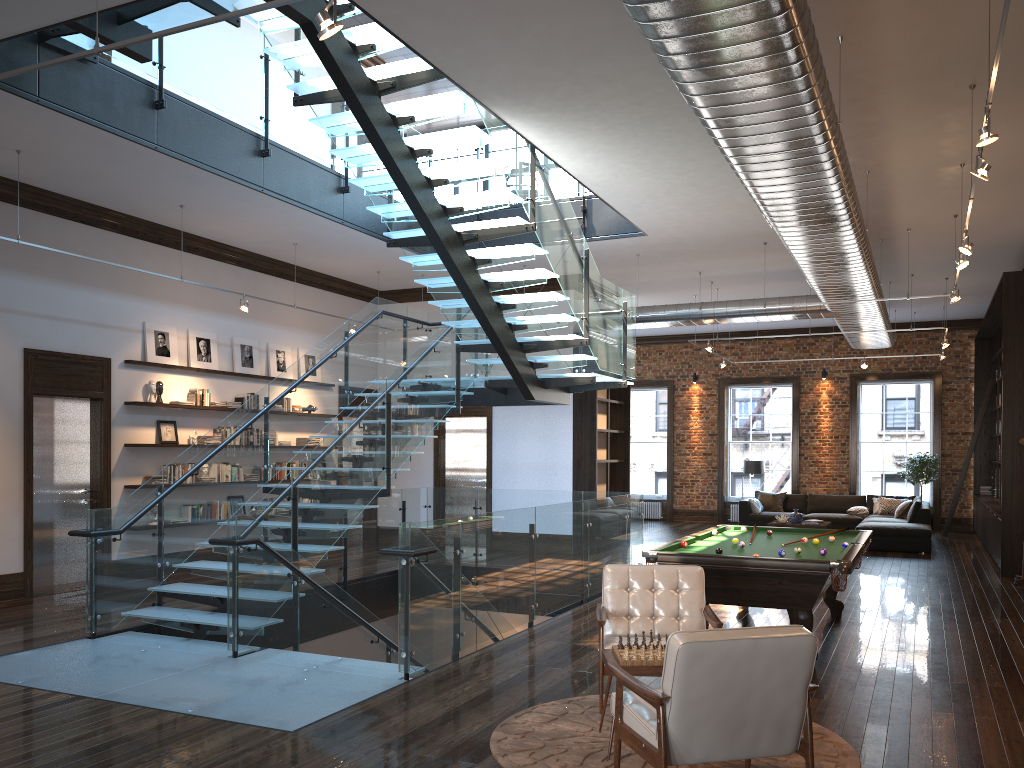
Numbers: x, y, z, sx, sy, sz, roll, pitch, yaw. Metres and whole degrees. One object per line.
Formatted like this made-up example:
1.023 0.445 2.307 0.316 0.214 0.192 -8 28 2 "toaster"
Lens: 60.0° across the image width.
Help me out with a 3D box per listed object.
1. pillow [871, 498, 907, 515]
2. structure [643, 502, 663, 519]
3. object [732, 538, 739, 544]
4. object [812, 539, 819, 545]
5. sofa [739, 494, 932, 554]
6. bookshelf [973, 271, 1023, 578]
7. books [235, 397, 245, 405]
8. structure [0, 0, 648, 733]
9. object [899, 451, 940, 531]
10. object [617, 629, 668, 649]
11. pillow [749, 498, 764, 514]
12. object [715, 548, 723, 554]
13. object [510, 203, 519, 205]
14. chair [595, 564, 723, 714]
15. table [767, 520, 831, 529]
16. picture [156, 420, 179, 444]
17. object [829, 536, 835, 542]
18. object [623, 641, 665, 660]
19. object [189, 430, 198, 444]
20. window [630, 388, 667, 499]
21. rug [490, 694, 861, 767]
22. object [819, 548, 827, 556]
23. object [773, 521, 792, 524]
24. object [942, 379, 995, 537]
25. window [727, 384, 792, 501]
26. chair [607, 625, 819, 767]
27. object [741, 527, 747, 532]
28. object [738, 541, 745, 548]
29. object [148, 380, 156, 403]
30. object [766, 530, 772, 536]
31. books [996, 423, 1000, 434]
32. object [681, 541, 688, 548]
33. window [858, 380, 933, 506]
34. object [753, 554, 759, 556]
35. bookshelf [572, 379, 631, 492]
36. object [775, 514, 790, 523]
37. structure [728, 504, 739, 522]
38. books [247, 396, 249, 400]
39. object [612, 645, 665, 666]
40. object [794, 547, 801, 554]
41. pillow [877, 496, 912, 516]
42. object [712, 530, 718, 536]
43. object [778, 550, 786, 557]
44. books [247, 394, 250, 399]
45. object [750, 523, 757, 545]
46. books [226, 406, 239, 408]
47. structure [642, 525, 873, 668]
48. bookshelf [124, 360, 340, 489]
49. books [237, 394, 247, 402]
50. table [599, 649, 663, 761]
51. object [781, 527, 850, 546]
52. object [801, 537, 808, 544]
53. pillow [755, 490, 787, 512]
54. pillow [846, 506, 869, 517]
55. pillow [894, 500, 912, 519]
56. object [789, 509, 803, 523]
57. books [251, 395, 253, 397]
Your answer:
7.356 2.390 17.230 0.703 0.338 0.270 -1 -2 26 "pillow"
3.029 3.049 21.478 1.302 0.395 0.216 -2 -1 25 "structure"
1.993 1.402 7.911 0.057 0.057 0.057 1 -2 -28 "object"
2.703 1.403 7.888 0.057 0.057 0.057 -1 -2 25 "object"
5.886 2.510 16.534 3.501 0.803 3.457 -2 -5 25 "sofa"
8.264 0.795 14.866 0.600 3.995 7.423 0 -3 25 "bookshelf"
-3.799 0.266 12.368 0.167 0.161 0.037 -1 0 25 "books"
-1.236 0.521 8.897 3.575 14.488 7.050 0 0 25 "structure"
8.505 2.322 18.511 0.812 1.863 0.801 0 0 33 "object"
0.756 1.419 4.934 0.334 0.101 0.076 0 -1 0 "object"
4.956 2.466 17.961 0.244 0.305 0.574 0 -3 26 "pillow"
1.650 1.334 7.067 0.057 0.057 0.057 -1 -2 30 "object"
-0.142 -2.946 17.758 0.812 1.863 0.801 0 0 -17 "object"
0.912 1.608 5.599 0.768 0.865 0.743 0 -2 5 "chair"
5.270 2.711 16.233 1.000 0.345 1.003 -2 -4 25 "table"
-4.374 0.615 11.273 0.077 0.299 0.301 0 -2 25 "picture"
2.934 1.424 8.137 0.057 0.057 0.057 1 -2 -20 "object"
0.757 1.399 4.675 0.334 0.101 0.076 0 -1 0 "object"
-4.177 0.702 11.644 0.122 0.187 0.059 1 0 -29 "object"
3.153 1.470 21.721 1.520 2.752 0.155 0 0 25 "window"
0.863 1.971 4.880 1.970 0.015 1.974 -2 -5 27 "rug"
2.475 1.337 7.055 0.057 0.057 0.057 2 -3 -43 "object"
4.921 2.519 16.123 0.201 0.018 0.267 4 -6 -41 "object"
8.958 1.472 17.420 0.896 3.075 0.495 0 0 25 "object"
5.746 1.388 20.515 1.520 2.752 0.155 0 0 25 "window"
0.891 1.486 4.037 0.768 0.865 0.742 1 -2 -15 "chair"
2.387 1.499 9.132 0.057 0.057 0.057 -1 -2 26 "object"
1.967 1.377 7.598 0.057 0.057 0.057 0 -2 -5 "object"
-4.465 0.098 10.999 0.098 0.288 0.098 0 0 -23 "object"
2.543 1.471 8.759 0.057 0.057 0.057 1 -2 -17 "object"
9.551 0.877 17.246 0.231 0.224 0.024 -1 0 25 "books"
1.472 1.374 7.586 0.057 0.057 0.057 1 -2 -18 "object"
8.340 1.306 19.308 1.520 2.752 0.155 0 0 25 "window"
1.831 1.302 6.649 0.057 0.057 0.057 -2 -3 43 "object"
1.521 1.004 14.824 0.400 3.515 1.784 0 0 25 "bookshelf"
4.935 2.449 16.128 0.218 0.159 0.219 1 -3 -23 "object"
5.619 2.966 20.273 1.302 0.395 0.216 -2 -1 25 "structure"
-3.758 0.262 12.438 0.166 0.180 0.028 -1 0 25 "books"
0.756 1.471 4.805 0.388 0.028 0.389 0 -4 0 "object"
2.304 1.344 7.153 0.057 0.057 0.057 1 -2 -26 "object"
7.347 2.349 17.036 0.611 0.361 0.288 -2 -2 29 "pillow"
1.991 1.462 8.688 0.057 0.057 0.057 -1 -2 24 "object"
2.117 1.327 6.952 0.057 0.057 0.057 -1 -2 30 "object"
-3.756 0.250 12.489 0.154 0.211 0.023 0 0 25 "books"
2.344 1.450 8.618 0.028 0.072 1.609 0 -4 17 "object"
-3.885 0.320 12.230 0.141 0.011 0.286 -2 -5 26 "books"
2.306 1.800 7.898 1.553 0.850 2.963 -1 -4 25 "structure"
-3.732 0.885 12.512 0.200 2.053 4.084 0 -3 25 "bookshelf"
-3.777 0.246 12.419 0.156 0.208 0.022 0 0 25 "books"
0.748 1.727 4.802 0.516 0.494 0.464 0 -2 0 "table"
2.884 1.433 8.366 0.028 0.072 1.608 0 -4 41 "object"
2.635 1.410 7.984 0.057 0.057 0.057 1 -2 -10 "object"
5.277 2.413 18.238 0.701 0.439 0.305 -1 -2 25 "pillow"
6.745 2.488 17.285 0.409 0.204 0.612 -1 -4 23 "pillow"
7.304 2.344 16.542 0.314 0.355 0.630 -1 -3 24 "pillow"
5.183 2.410 16.194 0.215 0.251 0.215 1 -2 -32 "object"
-3.720 0.260 12.559 0.131 0.203 0.014 0 0 25 "books"
